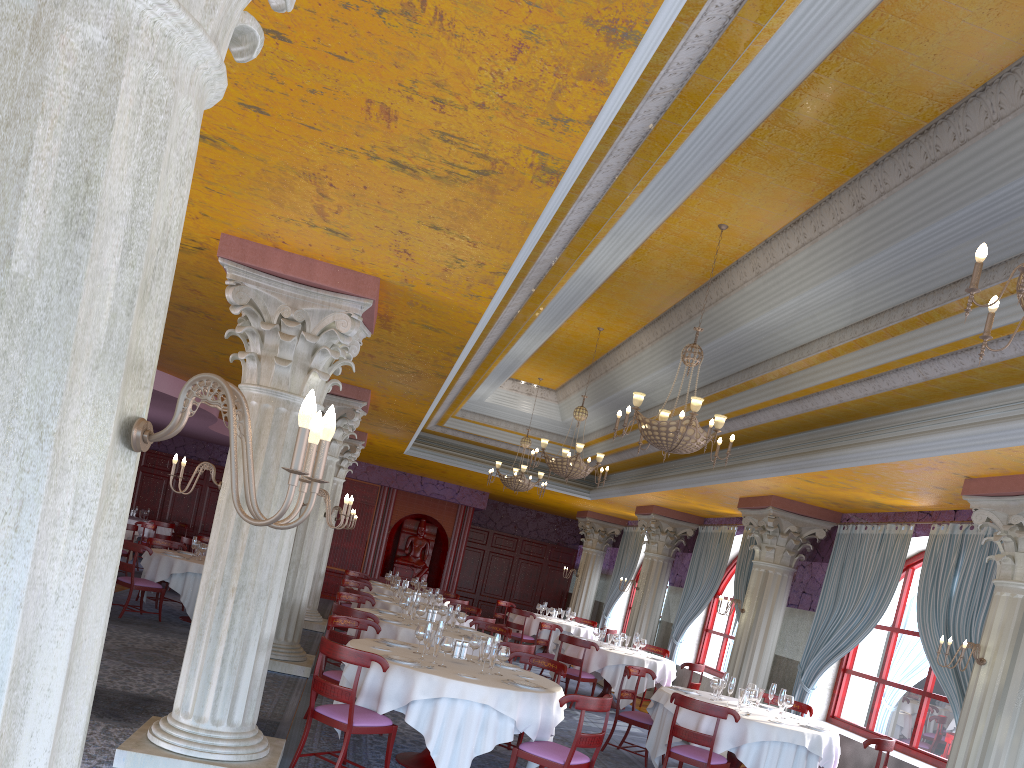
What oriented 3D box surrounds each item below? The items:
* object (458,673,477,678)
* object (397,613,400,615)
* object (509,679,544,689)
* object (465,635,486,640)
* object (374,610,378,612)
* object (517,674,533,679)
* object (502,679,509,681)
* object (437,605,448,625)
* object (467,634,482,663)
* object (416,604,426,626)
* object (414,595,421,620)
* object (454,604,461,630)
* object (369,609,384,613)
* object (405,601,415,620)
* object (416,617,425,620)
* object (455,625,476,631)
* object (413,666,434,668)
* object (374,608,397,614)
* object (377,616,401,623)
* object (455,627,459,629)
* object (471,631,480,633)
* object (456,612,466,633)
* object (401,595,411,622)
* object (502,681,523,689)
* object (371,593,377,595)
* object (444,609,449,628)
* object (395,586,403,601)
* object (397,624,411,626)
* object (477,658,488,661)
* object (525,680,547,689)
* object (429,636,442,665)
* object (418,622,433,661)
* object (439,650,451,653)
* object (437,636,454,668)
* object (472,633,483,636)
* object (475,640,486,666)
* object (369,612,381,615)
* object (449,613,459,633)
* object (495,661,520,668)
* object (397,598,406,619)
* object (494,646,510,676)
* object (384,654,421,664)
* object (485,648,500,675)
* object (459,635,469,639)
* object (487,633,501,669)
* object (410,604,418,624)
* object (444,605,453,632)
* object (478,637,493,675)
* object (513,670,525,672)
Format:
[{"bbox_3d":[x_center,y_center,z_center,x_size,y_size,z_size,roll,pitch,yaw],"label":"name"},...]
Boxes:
[{"bbox_3d":[-0.372,2.429,7.120,0.160,0.009,0.160,15,-12,-9],"label":"object"},{"bbox_3d":[-1.552,3.073,11.473,0.227,0.013,0.028,5,-12,35],"label":"object"},{"bbox_3d":[0.123,2.580,7.338,0.310,0.024,0.322,11,-12,10],"label":"object"},{"bbox_3d":[-0.437,3.114,10.484,0.316,0.024,0.315,15,-12,-9],"label":"object"},{"bbox_3d":[-1.741,2.973,11.173,0.247,0.003,0.023,5,-14,34],"label":"object"},{"bbox_3d":[0.121,2.713,7.936,0.160,0.009,0.160,15,-12,-9],"label":"object"},{"bbox_3d":[-0.057,2.563,7.421,0.029,0.011,0.144,5,-14,37],"label":"object"},{"bbox_3d":[-0.923,3.051,11.287,0.122,0.265,0.122,13,1,4],"label":"object"},{"bbox_3d":[-0.364,2.516,8.141,0.119,0.265,0.125,13,1,27],"label":"object"},{"bbox_3d":[-1.130,2.841,10.516,0.124,0.265,0.120,13,1,-18],"label":"object"},{"bbox_3d":[-1.251,2.920,11.198,0.072,0.337,0.075,14,3,27],"label":"object"},{"bbox_3d":[-0.724,3.029,11.141,0.072,0.337,0.075,14,3,27],"label":"object"},{"bbox_3d":[-1.758,2.953,11.140,0.251,0.020,0.057,3,-14,39],"label":"object"},{"bbox_3d":[-1.327,2.930,11.090,0.086,0.238,0.084,13,1,-7],"label":"object"},{"bbox_3d":[-1.230,3.171,11.576,0.157,0.009,0.163,11,-12,10],"label":"object"},{"bbox_3d":[-0.631,3.293,11.545,0.316,0.024,0.315,15,-12,-9],"label":"object"},{"bbox_3d":[-0.730,2.324,7.038,0.053,0.020,0.267,5,-14,39],"label":"object"},{"bbox_3d":[-1.670,3.011,11.333,0.316,0.024,0.315,15,-12,-9],"label":"object"},{"bbox_3d":[-1.476,2.832,10.271,0.316,0.024,0.315,15,-12,-9],"label":"object"},{"bbox_3d":[-0.715,3.242,11.362,0.135,0.011,0.031,4,-13,37],"label":"object"},{"bbox_3d":[-0.497,3.305,11.425,0.027,0.013,0.241,7,-13,35],"label":"object"},{"bbox_3d":[-0.651,3.010,10.800,0.122,0.265,0.122,13,1,4],"label":"object"},{"bbox_3d":[-1.314,2.792,10.658,0.072,0.337,0.075,14,3,27],"label":"object"},{"bbox_3d":[0.002,2.529,7.198,0.227,0.013,0.028,5,-12,35],"label":"object"},{"bbox_3d":[-2.291,3.462,14.139,0.251,0.020,0.057,3,-14,39],"label":"object"},{"bbox_3d":[-0.843,3.066,11.209,0.083,0.238,0.088,14,2,38],"label":"object"},{"bbox_3d":[-1.860,3.440,14.089,0.086,0.238,0.084,13,1,-7],"label":"object"},{"bbox_3d":[-1.289,2.859,10.184,0.053,0.020,0.267,5,-14,39],"label":"object"},{"bbox_3d":[-0.259,2.737,8.486,0.053,0.020,0.267,5,-14,39],"label":"object"},{"bbox_3d":[0.210,2.643,7.531,0.251,0.020,0.057,3,-14,39],"label":"object"},{"bbox_3d":[-0.658,2.317,7.449,0.086,0.238,0.084,13,1,-7],"label":"object"},{"bbox_3d":[-0.754,2.258,7.511,0.075,0.337,0.072,12,3,-18],"label":"object"},{"bbox_3d":[-0.670,2.636,8.430,0.160,0.009,0.160,15,-12,-9],"label":"object"},{"bbox_3d":[-0.571,2.306,7.369,0.122,0.265,0.122,13,1,4],"label":"object"},{"bbox_3d":[-0.439,3.248,11.082,0.163,0.009,0.157,19,-13,-29],"label":"object"},{"bbox_3d":[-0.283,2.531,8.063,0.088,0.238,0.083,12,2,-29],"label":"object"},{"bbox_3d":[-1.722,2.886,10.760,0.157,0.009,0.163,11,-12,10],"label":"object"},{"bbox_3d":[-0.733,2.987,10.715,0.088,0.238,0.083,12,2,-29],"label":"object"},{"bbox_3d":[-0.071,2.759,8.399,0.323,0.024,0.309,19,-13,-29],"label":"object"},{"bbox_3d":[-1.402,2.881,11.003,0.122,0.265,0.122,13,1,4],"label":"object"},{"bbox_3d":[-0.092,2.476,7.654,0.124,0.265,0.120,13,1,-18],"label":"object"},{"bbox_3d":[-0.916,2.297,7.125,0.310,0.024,0.322,11,-12,10],"label":"object"},{"bbox_3d":[-0.173,2.453,7.568,0.084,0.238,0.086,13,2,16],"label":"object"},{"bbox_3d":[-0.557,3.063,10.344,0.227,0.013,0.028,5,-12,35],"label":"object"},{"bbox_3d":[-0.165,2.494,7.995,0.075,0.337,0.072,12,3,-18],"label":"object"},{"bbox_3d":[-1.217,2.851,10.595,0.084,0.238,0.086,13,2,16],"label":"object"},{"bbox_3d":[-0.787,2.901,10.601,0.072,0.337,0.075,14,3,27],"label":"object"},{"bbox_3d":[-0.227,2.366,7.454,0.075,0.337,0.072,12,3,-18],"label":"object"},{"bbox_3d":[0.062,2.770,8.279,0.027,0.013,0.241,7,-13,35],"label":"object"}]
